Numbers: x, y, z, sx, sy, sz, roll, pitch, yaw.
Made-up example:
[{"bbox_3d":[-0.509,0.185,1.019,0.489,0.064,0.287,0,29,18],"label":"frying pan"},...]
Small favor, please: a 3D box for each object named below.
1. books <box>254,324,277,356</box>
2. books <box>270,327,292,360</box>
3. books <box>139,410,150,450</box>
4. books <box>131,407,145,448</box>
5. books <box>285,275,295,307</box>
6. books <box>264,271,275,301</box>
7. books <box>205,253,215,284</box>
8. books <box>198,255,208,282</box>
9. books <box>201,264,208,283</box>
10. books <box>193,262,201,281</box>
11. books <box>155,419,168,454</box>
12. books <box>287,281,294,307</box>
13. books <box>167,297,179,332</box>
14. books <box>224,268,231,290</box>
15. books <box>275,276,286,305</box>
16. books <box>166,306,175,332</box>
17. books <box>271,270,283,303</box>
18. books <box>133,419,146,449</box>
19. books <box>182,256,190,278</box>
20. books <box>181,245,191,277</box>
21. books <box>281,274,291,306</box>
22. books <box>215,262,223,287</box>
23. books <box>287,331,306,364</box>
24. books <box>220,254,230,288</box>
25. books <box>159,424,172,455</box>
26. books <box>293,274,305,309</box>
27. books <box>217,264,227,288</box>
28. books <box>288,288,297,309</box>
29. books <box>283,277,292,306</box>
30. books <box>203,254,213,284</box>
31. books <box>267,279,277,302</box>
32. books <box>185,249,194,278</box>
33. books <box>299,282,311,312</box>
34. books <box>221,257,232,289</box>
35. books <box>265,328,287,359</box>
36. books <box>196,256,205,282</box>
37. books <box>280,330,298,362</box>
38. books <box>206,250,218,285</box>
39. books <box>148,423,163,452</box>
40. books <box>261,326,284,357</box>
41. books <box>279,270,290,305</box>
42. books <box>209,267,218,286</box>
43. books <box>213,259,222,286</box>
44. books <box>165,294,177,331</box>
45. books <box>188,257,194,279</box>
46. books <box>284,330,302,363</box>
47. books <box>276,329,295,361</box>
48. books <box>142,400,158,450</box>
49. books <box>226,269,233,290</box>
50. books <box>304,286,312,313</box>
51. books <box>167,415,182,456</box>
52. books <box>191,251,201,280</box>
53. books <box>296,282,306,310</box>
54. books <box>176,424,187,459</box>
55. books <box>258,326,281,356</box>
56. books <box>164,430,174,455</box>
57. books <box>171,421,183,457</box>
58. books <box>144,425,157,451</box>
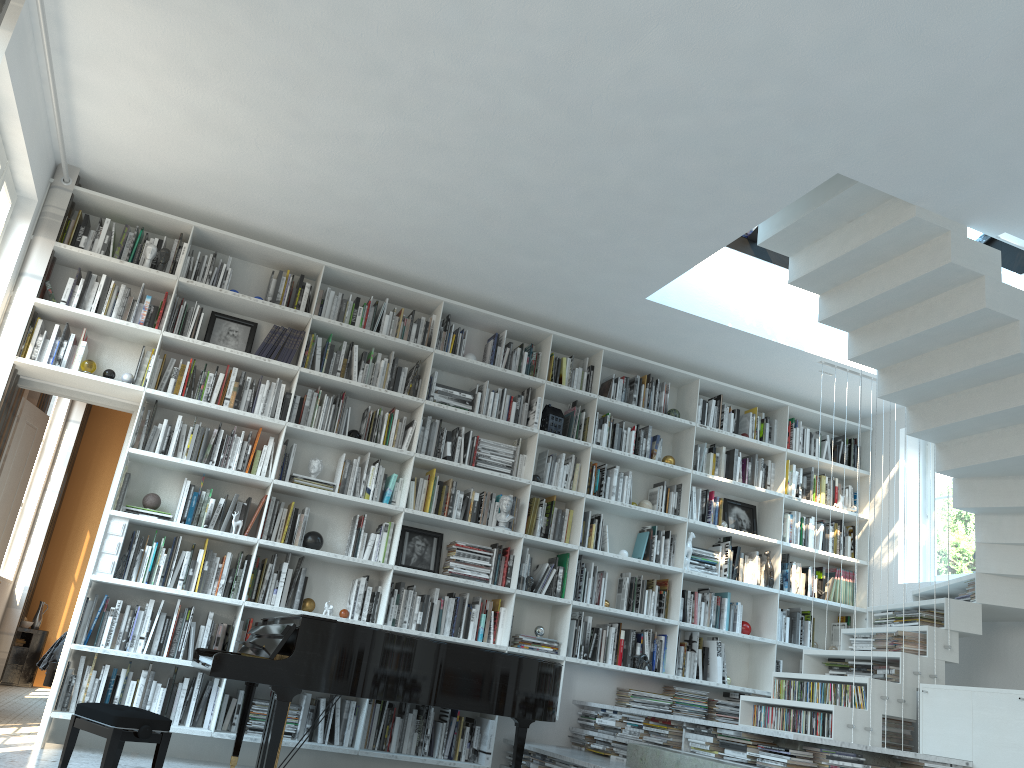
[{"bbox_3d":[-1.627,-0.245,5.785,0.110,0.278,0.174,15,-19,-19],"label":"books"},{"bbox_3d":[-1.533,-0.225,5.807,0.097,0.281,0.174,15,-19,-19],"label":"books"},{"bbox_3d":[-2.223,0.304,5.361,0.027,0.265,0.176,15,-19,-19],"label":"books"},{"bbox_3d":[-2.270,0.290,5.374,0.012,0.284,0.160,15,-19,-19],"label":"books"},{"bbox_3d":[-1.501,-0.571,5.915,0.011,0.273,0.184,15,-19,-19],"label":"books"},{"bbox_3d":[-1.625,-0.601,5.890,0.013,0.277,0.151,15,-19,-19],"label":"books"},{"bbox_3d":[-1.971,-0.700,5.751,0.007,0.271,0.155,15,-19,-19],"label":"books"},{"bbox_3d":[-2.012,-0.696,5.738,0.016,0.242,0.156,15,-19,-19],"label":"books"},{"bbox_3d":[-2.006,-0.666,5.743,0.014,0.191,0.146,15,-20,-19],"label":"books"},{"bbox_3d":[-2.047,-0.677,5.731,0.017,0.193,0.129,15,-19,-19],"label":"books"},{"bbox_3d":[-2.136,0.345,5.394,0.022,0.235,0.177,15,-20,-19],"label":"books"},{"bbox_3d":[-1.502,-0.552,5.941,0.013,0.253,0.129,15,-19,-19],"label":"books"},{"bbox_3d":[-2.148,-0.397,5.596,0.006,0.286,0.148,15,-19,-19],"label":"books"},{"bbox_3d":[-1.870,-0.635,5.785,0.014,0.201,0.171,15,-20,-19],"label":"books"},{"bbox_3d":[-1.554,-0.574,5.892,0.028,0.248,0.156,15,-19,-19],"label":"books"},{"bbox_3d":[-2.168,-0.368,5.607,0.006,0.232,0.136,15,-19,-19],"label":"books"},{"bbox_3d":[-1.576,-0.594,5.890,0.024,0.278,0.188,15,-19,-19],"label":"books"},{"bbox_3d":[-2.255,0.328,5.360,0.026,0.208,0.155,15,-20,-19],"label":"books"},{"bbox_3d":[-2.105,-0.702,5.700,0.017,0.203,0.143,15,-20,-19],"label":"books"},{"bbox_3d":[-2.113,-0.741,5.717,0.007,0.284,0.160,15,-19,-19],"label":"books"},{"bbox_3d":[-1.524,-0.578,5.919,0.013,0.282,0.167,15,-19,-19],"label":"books"},{"bbox_3d":[-1.917,-0.660,5.763,0.013,0.219,0.181,15,-20,-19],"label":"books"},{"bbox_3d":[-1.443,-0.201,5.846,0.079,0.284,0.174,15,-19,-19],"label":"books"},{"bbox_3d":[-1.887,-0.687,5.797,0.007,0.300,0.146,15,-19,-19],"label":"books"},{"bbox_3d":[-2.112,0.363,5.388,0.028,0.203,0.188,15,-20,-19],"label":"books"},{"bbox_3d":[-1.445,-0.569,5.931,0.025,0.296,0.164,15,-19,-19],"label":"books"},{"bbox_3d":[-1.899,-0.654,5.761,0.021,0.213,0.174,15,-20,-19],"label":"books"},{"bbox_3d":[-1.480,-0.523,5.916,0.027,0.189,0.178,15,-20,-19],"label":"books"},{"bbox_3d":[-1.511,-0.569,5.909,0.010,0.262,0.157,15,-19,-19],"label":"books"},{"bbox_3d":[-1.983,-0.697,5.747,0.016,0.260,0.154,15,-19,-19],"label":"books"},{"bbox_3d":[-1.606,-0.571,5.876,0.028,0.217,0.153,15,-20,-19],"label":"books"},{"bbox_3d":[-2.092,-0.723,5.718,0.007,0.258,0.157,15,-19,-19],"label":"books"},{"bbox_3d":[-1.406,-0.534,5.950,0.031,0.253,0.178,15,-20,-19],"label":"books"},{"bbox_3d":[-1.883,-0.677,5.810,0.015,0.292,0.131,15,-19,-19],"label":"books"},{"bbox_3d":[-1.569,-0.225,5.815,0.110,0.278,0.174,15,-19,-19],"label":"books"},{"bbox_3d":[-2.025,-0.692,5.726,0.013,0.224,0.177,15,-20,-19],"label":"books"},{"bbox_3d":[-1.491,-0.208,5.848,0.079,0.284,0.174,15,-19,-19],"label":"books"},{"bbox_3d":[-1.955,-0.705,5.742,0.015,0.278,0.191,15,-20,-19],"label":"books"},{"bbox_3d":[-2.174,0.353,5.394,0.042,0.208,0.143,15,-20,-19],"label":"books"},{"bbox_3d":[-1.583,-0.235,5.792,0.110,0.278,0.174,15,-19,-19],"label":"books"},{"bbox_3d":[-1.539,-0.595,5.934,0.014,0.319,0.137,15,-19,-19],"label":"books"},{"bbox_3d":[-1.950,-0.649,5.750,0.026,0.182,0.162,15,-20,-19],"label":"books"},{"bbox_3d":[-1.929,-0.676,5.772,0.013,0.252,0.129,15,-19,-19],"label":"books"},{"bbox_3d":[-2.156,-0.407,5.584,0.005,0.291,0.184,15,-19,-19],"label":"books"},{"bbox_3d":[-2.078,-0.696,5.716,0.032,0.209,0.158,15,-20,-19],"label":"books"},{"bbox_3d":[-1.469,-0.203,5.851,0.079,0.284,0.174,15,-19,-19],"label":"books"},{"bbox_3d":[-1.510,-0.214,5.837,0.079,0.284,0.174,15,-19,-19],"label":"books"},{"bbox_3d":[-2.199,0.276,5.376,0.012,0.332,0.185,15,-19,-19],"label":"books"},{"bbox_3d":[-1.861,-0.633,5.799,0.013,0.209,0.137,15,-19,-19],"label":"books"},{"bbox_3d":[-1.379,-0.520,5.974,0.039,0.251,0.147,15,-19,-19],"label":"books"},{"bbox_3d":[-2.072,0.344,5.434,0.023,0.280,0.174,15,-19,-19],"label":"books"},{"bbox_3d":[-2.051,-0.710,5.723,0.012,0.248,0.180,15,-20,-19],"label":"books"},{"bbox_3d":[-1.435,-0.540,5.954,0.022,0.259,0.152,15,-19,-19],"label":"books"},{"bbox_3d":[-2.037,0.378,5.457,0.049,0.242,0.139,15,-19,-19],"label":"books"},{"bbox_3d":[-1.610,-0.237,5.800,0.110,0.278,0.174,15,-19,-19],"label":"books"},{"bbox_3d":[-2.107,0.388,5.433,0.021,0.187,0.129,15,-20,-19],"label":"books"},{"bbox_3d":[-2.056,0.363,5.427,0.011,0.245,0.176,15,-20,-19],"label":"books"},{"bbox_3d":[-2.190,0.355,5.366,0.037,0.181,0.189,15,-20,-19],"label":"books"}]
